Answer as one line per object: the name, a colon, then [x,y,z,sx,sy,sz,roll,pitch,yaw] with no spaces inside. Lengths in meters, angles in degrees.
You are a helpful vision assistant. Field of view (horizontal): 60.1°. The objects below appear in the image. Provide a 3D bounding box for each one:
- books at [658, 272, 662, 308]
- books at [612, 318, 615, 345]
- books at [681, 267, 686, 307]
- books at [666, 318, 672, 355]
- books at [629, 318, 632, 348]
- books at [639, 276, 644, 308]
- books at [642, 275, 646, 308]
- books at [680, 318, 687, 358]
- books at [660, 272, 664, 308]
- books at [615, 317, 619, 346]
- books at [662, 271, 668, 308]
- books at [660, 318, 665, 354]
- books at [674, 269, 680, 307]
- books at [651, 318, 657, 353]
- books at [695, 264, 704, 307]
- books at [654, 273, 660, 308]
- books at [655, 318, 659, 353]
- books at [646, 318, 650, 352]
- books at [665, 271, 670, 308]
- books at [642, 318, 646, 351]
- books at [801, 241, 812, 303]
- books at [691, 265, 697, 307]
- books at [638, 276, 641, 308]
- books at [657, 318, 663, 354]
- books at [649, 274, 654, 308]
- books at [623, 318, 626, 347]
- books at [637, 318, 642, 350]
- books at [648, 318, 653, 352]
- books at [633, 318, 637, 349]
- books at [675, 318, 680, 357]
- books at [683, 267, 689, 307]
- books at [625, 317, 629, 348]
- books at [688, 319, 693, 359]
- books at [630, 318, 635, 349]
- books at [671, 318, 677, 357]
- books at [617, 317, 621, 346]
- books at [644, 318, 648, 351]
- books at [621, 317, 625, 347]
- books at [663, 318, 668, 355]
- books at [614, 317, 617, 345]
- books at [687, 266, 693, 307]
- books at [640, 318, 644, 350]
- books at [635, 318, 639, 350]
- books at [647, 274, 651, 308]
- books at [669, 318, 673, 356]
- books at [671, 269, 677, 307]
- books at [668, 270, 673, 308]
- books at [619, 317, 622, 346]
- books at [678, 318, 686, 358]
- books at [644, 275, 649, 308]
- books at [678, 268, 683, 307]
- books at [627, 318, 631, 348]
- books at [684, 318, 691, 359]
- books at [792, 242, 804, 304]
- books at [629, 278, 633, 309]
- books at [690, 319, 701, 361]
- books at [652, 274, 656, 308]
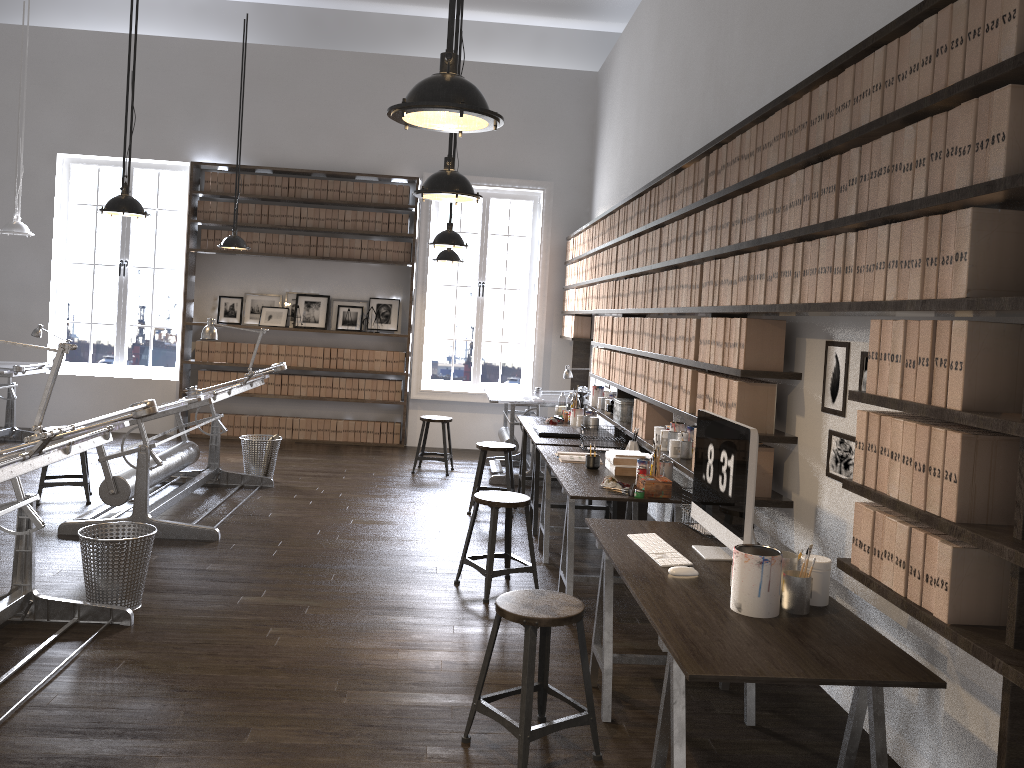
books: [0.980,-0.560,5.365,0.174,0.225,0.067,3,2,-4]
books: [0.864,-0.393,6.772,0.174,0.225,0.067,3,2,-4]
books: [1.016,-0.517,4.816,0.174,0.225,0.067,3,2,-4]
books: [0.984,-0.261,5.087,0.174,0.225,0.067,3,2,-4]
books: [0.911,-0.343,6.138,0.174,0.225,0.067,3,2,-4]
books: [0.940,-0.598,5.856,0.174,0.225,0.067,3,2,-4]
books: [0.945,-0.593,5.784,0.174,0.225,0.067,3,2,-4]
books: [1.002,-0.235,4.753,0.174,0.225,0.067,3,2,-4]
books: [0.985,-0.554,5.295,0.174,0.225,0.067,3,2,-4]
books: [0.870,-0.382,6.627,0.174,0.225,0.067,3,2,-4]
books: [0.984,-0.549,5.227,0.174,0.225,0.067,3,2,-4]
books: [0.975,-0.272,5.228,0.174,0.225,0.067,3,2,-4]
books: [1.008,-0.527,4.956,0.174,0.225,0.067,3,2,-4]
books: [0.957,-0.290,5.453,0.174,0.225,0.067,3,2,-4]
books: [1.037,-0.495,4.545,0.174,0.225,0.067,3,2,-4]
books: [0.971,-0.565,5.436,0.174,0.225,0.067,3,2,-4]
books: [0.964,-0.284,5.377,0.174,0.225,0.067,3,2,-4]
books: [0.943,-0.301,5.588,0.174,0.225,0.067,3,2,-4]
books: [0.993,-0.544,5.161,0.174,0.225,0.067,3,2,-4]
books: [0.940,-0.311,5.730,0.174,0.225,0.067,3,2,-4]
books: [1.135,-0.393,3.168,0.174,0.225,0.067,3,2,-4]
books: [1.031,-0.501,4.615,0.174,0.225,0.067,3,2,-4]
books: [0.938,-0.604,5.928,0.174,0.225,0.067,3,2,-4]
books: [0.964,-0.278,5.303,0.174,0.225,0.067,3,2,-4]
books: [0.960,-0.577,5.581,0.174,0.225,0.067,3,2,-4]
books: [0.896,-0.360,6.351,0.174,0.225,0.067,3,2,-4]
books: [0.925,-0.323,5.869,0.174,0.225,0.067,3,2,-4]
books: [0.948,-0.295,5.515,0.174,0.225,0.067,3,2,-4]
books: [0.919,-0.333,6.004,0.174,0.225,0.067,3,2,-4]
books: [0.997,-0.245,4.882,0.174,0.225,0.067,3,2,-4]
books: [1.018,-0.511,4.744,0.174,0.225,0.067,3,2,-4]
books: [0.897,-0.355,6.279,0.174,0.225,0.067,3,2,-4]
books: [1.018,-0.224,4.614,0.174,0.225,0.067,3,2,-4]
books: [0.909,-0.338,6.071,0.174,0.225,0.067,3,2,-4]
books: [0.988,-0.250,4.948,0.174,0.225,0.067,3,2,-4]
books: [0.879,-0.377,6.564,0.174,0.225,0.067,3,2,-4]
books: [0.941,-0.306,5.660,0.174,0.225,0.067,3,2,-4]
books: [0.886,-0.366,6.425,0.174,0.225,0.067,3,2,-4]
books: [0.975,-0.267,5.157,0.174,0.225,0.067,3,2,-4]
books: [0.865,-0.388,6.699,0.174,0.225,0.067,3,2,-4]
books: [1.022,-0.506,4.678,0.174,0.225,0.067,3,2,-4]
books: [0.933,-0.317,5.799,0.174,0.225,0.067,3,2,-4]
books: [0.921,-0.328,5.942,0.174,0.225,0.067,3,2,-4]
books: [0.961,-0.582,5.656,0.174,0.225,0.067,3,2,-4]
books: [0.989,-0.255,5.016,0.174,0.225,0.067,3,2,-4]
books: [0.999,-0.533,5.026,0.174,0.225,0.067,3,2,-4]
books: [0.996,-0.539,5.098,0.174,0.225,0.067,3,2,-4]
books: [0.886,-0.372,6.499,0.174,0.225,0.067,3,2,-4]
books: [1.000,-0.240,4.819,0.174,0.225,0.067,3,2,-4]
books: [0.954,-0.588,5.721,0.174,0.225,0.067,3,2,-4]
books: [1.015,-0.522,4.886,0.174,0.225,0.067,3,2,-4]
books: [0.906,-0.349,6.209,0.174,0.225,0.067,3,2,-4]
books: [1.011,-0.229,4.683,0.174,0.225,0.067,3,2,-4]
books: [1.126,-0.399,3.237,0.174,0.225,0.067,3,2,-4]
books: [0.919,-0.626,6.210,0.174,0.225,0.067,3,2,-4]
books: [1.016,-0.219,4.548,0.174,0.225,0.067,3,2,-4]
books: [0.971,-0.571,5.507,0.174,0.225,0.067,3,2,-4]
